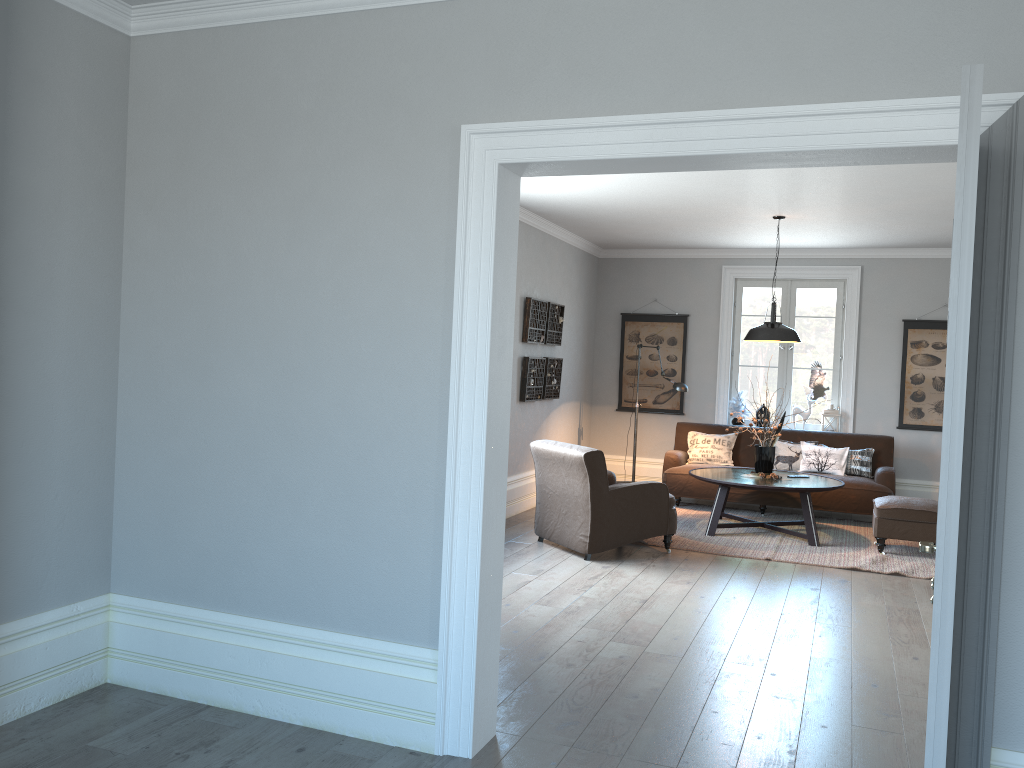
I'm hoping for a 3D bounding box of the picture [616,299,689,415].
[{"bbox_3d":[1.607,-0.322,10.131,0.793,1.313,0.057,3,1,21],"label":"picture"}]

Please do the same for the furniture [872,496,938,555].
[{"bbox_3d":[3.173,1.131,7.048,0.583,0.440,0.574,3,1,21],"label":"furniture"}]

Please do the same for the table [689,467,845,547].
[{"bbox_3d":[2.183,1.055,7.698,1.300,0.503,1.300,3,1,14],"label":"table"}]

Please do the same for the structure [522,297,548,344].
[{"bbox_3d":[0.208,-0.588,8.314,0.099,0.416,0.468,3,1,21],"label":"structure"}]

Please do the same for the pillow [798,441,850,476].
[{"bbox_3d":[3.045,0.732,8.677,0.471,0.309,0.188,3,1,22],"label":"pillow"}]

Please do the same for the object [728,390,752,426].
[{"bbox_3d":[2.477,0.268,9.740,0.247,0.424,0.263,2,1,-33],"label":"object"}]

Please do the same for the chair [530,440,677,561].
[{"bbox_3d":[0.725,0.854,6.796,0.970,0.795,0.807,2,1,-28],"label":"chair"}]

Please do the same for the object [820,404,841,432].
[{"bbox_3d":[3.365,0.369,9.385,0.193,0.322,0.193,3,1,15],"label":"object"}]

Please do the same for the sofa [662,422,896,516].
[{"bbox_3d":[2.637,0.874,8.841,2.165,0.824,0.968,3,1,21],"label":"sofa"}]

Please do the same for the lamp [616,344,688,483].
[{"bbox_3d":[1.277,0.398,9.398,0.797,1.644,1.864,2,1,-31],"label":"lamp"}]

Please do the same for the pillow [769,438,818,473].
[{"bbox_3d":[2.799,0.726,8.852,0.472,0.347,0.159,3,1,18],"label":"pillow"}]

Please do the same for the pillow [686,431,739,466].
[{"bbox_3d":[2.061,0.672,9.177,0.519,0.368,0.240,3,1,21],"label":"pillow"}]

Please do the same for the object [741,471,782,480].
[{"bbox_3d":[2.178,0.781,7.602,0.404,0.067,0.153,4,2,38],"label":"object"}]

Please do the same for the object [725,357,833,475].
[{"bbox_3d":[2.293,0.281,7.586,0.853,1.066,0.525,2,1,-8],"label":"object"}]

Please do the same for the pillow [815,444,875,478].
[{"bbox_3d":[3.272,0.754,8.710,0.542,0.288,0.183,3,1,22],"label":"pillow"}]

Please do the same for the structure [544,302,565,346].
[{"bbox_3d":[0.422,-0.592,8.807,0.105,0.416,0.468,3,1,21],"label":"structure"}]

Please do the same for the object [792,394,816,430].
[{"bbox_3d":[3.098,0.312,9.425,0.239,0.410,0.128,3,1,17],"label":"object"}]

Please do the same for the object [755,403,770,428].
[{"bbox_3d":[2.730,0.353,9.651,0.155,0.284,0.155,3,1,11],"label":"object"}]

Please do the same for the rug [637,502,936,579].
[{"bbox_3d":[2.214,1.251,7.725,2.819,0.090,2.400,3,2,21],"label":"rug"}]

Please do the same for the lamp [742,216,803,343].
[{"bbox_3d":[2.275,-0.903,7.660,0.504,1.075,0.504,2,1,-22],"label":"lamp"}]

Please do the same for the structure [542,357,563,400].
[{"bbox_3d":[0.396,-0.057,8.838,0.086,0.416,0.468,3,1,21],"label":"structure"}]

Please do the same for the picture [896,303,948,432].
[{"bbox_3d":[4.393,-0.170,9.064,0.793,1.313,0.057,3,1,21],"label":"picture"}]

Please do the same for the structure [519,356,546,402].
[{"bbox_3d":[0.199,-0.045,8.326,0.086,0.416,0.468,3,1,21],"label":"structure"}]
